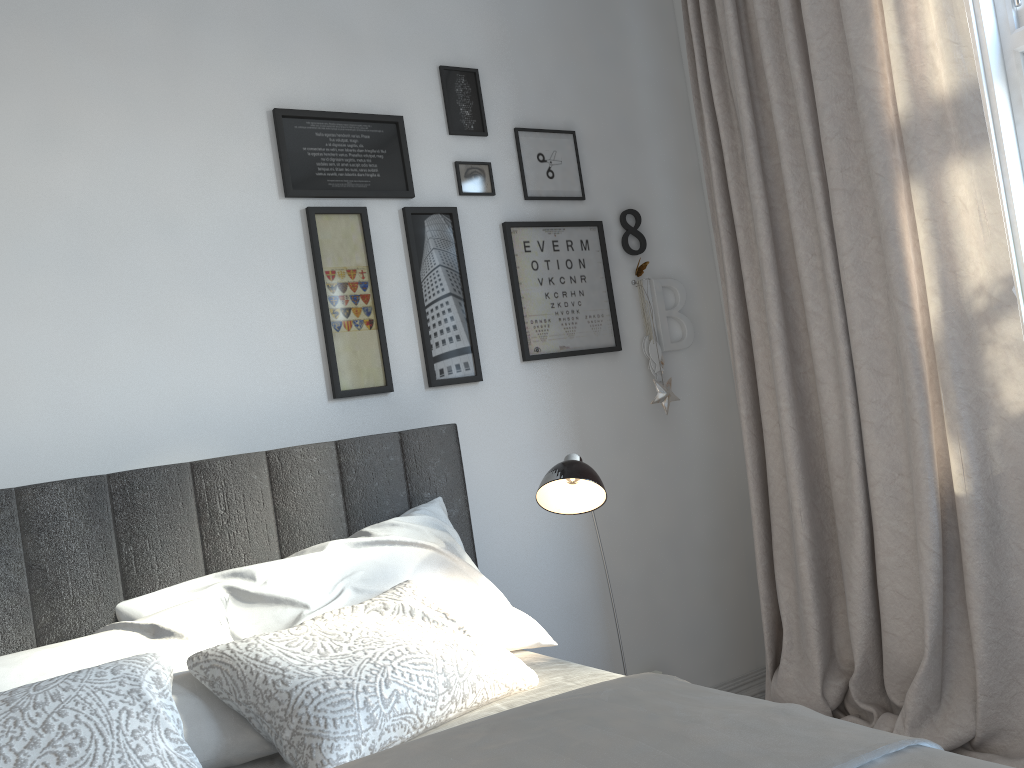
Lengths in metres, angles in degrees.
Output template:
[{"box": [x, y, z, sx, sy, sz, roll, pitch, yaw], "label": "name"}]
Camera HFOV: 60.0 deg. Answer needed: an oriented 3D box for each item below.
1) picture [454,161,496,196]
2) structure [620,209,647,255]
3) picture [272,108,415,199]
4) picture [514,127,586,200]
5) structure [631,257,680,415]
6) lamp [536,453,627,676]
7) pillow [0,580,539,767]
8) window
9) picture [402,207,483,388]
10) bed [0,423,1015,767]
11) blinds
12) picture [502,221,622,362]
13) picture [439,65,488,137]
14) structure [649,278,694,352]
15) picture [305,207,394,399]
[{"box": [-0.107, -0.599, 2.586, 0.119, 0.098, 0.010, -7, -2, -32], "label": "picture"}, {"box": [0.390, -0.491, 2.869, 0.096, 0.150, 0.014, -8, -2, -32], "label": "structure"}, {"box": [-0.444, -0.613, 2.377, 0.365, 0.232, 0.020, -7, -2, -32], "label": "picture"}, {"box": [0.118, -0.676, 2.733, 0.225, 0.220, 0.010, -7, -2, -32], "label": "picture"}, {"box": [0.445, -0.152, 2.835, 0.134, 0.514, 0.078, -7, -2, -44], "label": "structure"}, {"box": [0.302, 0.618, 2.266, 0.451, 0.936, 0.799, -10, -3, 40], "label": "lamp"}, {"box": [-0.465, 0.524, 1.391, 1.145, 0.225, 0.416, -7, -3, -39], "label": "pillow"}, {"box": [1.231, -0.669, 5.457, 11.953, 7.006, 7.992, -7, -3, -32], "label": "window"}, {"box": [-0.194, -0.248, 2.486, 0.165, 0.504, 0.020, -8, -2, -32], "label": "picture"}, {"box": [-0.253, 0.586, 1.007, 1.886, 1.046, 2.180, -7, -3, -32], "label": "bed"}, {"box": [0.837, -0.330, 2.331, 0.224, 2.646, 0.832, -8, -2, -32], "label": "blinds"}, {"box": [0.158, -0.291, 2.707, 0.364, 0.415, 0.021, -7, -2, -32], "label": "picture"}, {"box": [-0.141, -0.826, 2.593, 0.128, 0.202, 0.011, -8, -2, -32], "label": "picture"}, {"box": [0.532, -0.230, 2.928, 0.146, 0.239, 0.024, -8, -2, -32], "label": "structure"}, {"box": [-0.427, -0.219, 2.340, 0.165, 0.504, 0.020, -8, -2, -32], "label": "picture"}]
